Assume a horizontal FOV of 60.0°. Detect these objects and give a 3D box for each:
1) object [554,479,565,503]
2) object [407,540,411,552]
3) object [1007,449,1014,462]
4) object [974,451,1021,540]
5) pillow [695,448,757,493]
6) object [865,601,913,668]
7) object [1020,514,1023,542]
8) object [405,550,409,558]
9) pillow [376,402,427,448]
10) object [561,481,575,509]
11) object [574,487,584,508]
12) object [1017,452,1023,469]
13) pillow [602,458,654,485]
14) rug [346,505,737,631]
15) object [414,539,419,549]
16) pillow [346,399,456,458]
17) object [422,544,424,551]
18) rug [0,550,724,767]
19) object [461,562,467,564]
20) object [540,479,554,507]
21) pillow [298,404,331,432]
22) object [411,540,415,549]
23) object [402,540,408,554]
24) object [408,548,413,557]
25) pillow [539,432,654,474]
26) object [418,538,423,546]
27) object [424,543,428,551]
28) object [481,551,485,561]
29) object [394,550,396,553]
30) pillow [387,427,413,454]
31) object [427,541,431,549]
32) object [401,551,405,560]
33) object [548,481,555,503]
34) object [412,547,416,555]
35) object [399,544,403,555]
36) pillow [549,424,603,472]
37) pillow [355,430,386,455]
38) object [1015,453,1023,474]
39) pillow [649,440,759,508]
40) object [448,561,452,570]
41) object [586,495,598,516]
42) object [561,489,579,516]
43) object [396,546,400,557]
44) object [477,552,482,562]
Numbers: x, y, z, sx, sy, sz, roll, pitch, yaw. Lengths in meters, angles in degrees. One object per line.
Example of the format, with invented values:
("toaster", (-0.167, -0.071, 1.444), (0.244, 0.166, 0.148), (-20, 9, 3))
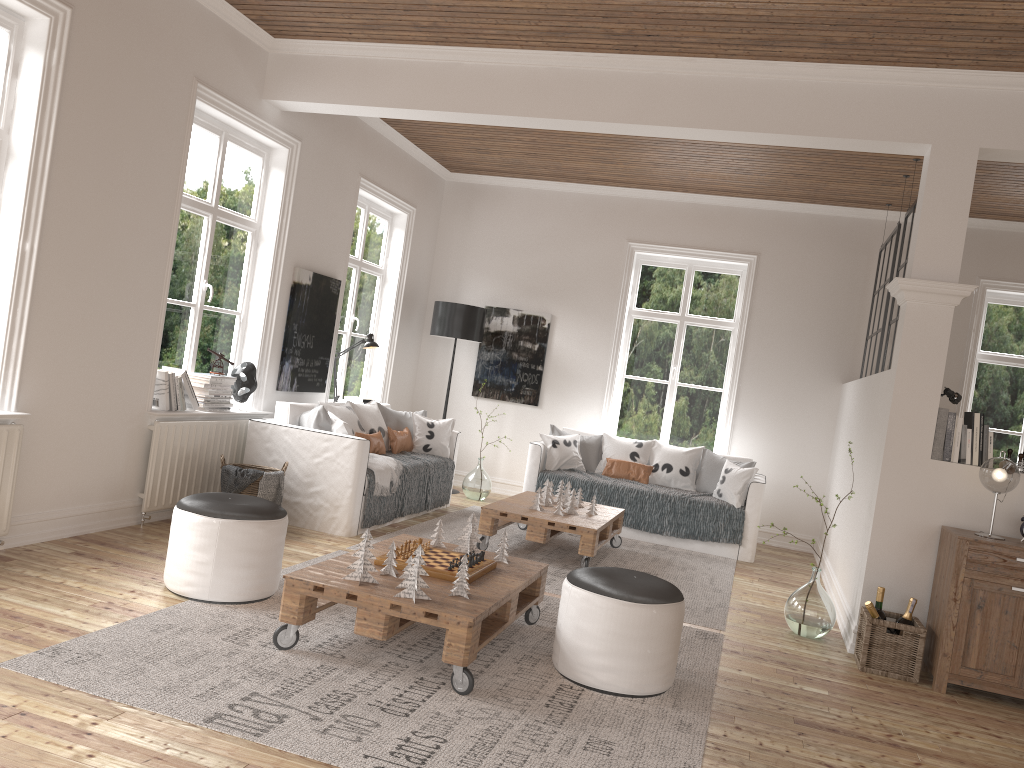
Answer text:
("object", (0.359, 0.789, 6.544), (0.090, 0.176, 0.090), (8, 1, -22))
("object", (-0.465, 0.729, 4.007), (0.025, 0.055, 0.025), (8, 1, -42))
("object", (2.598, 0.396, 4.637), (0.058, 0.117, 0.032), (8, 1, -10))
("object", (2.389, 0.859, 4.458), (0.180, 1.062, 0.395), (9, 1, 30))
("pillow", (1.792, 0.796, 7.464), (0.292, 0.437, 0.546), (8, 1, -41))
("object", (1.872, 1.259, 4.418), (0.284, 0.332, 0.095), (8, 1, -5))
("object", (2.566, 0.704, 4.363), (0.120, 0.165, 0.050), (9, 1, 16))
("object", (-0.457, 0.741, 3.872), (0.017, 0.037, 0.017), (9, 1, 35))
("pillow", (-0.950, 0.386, 7.370), (0.546, 0.437, 0.292), (8, 1, -41))
("object", (0.399, 0.789, 6.337), (0.107, 0.195, 0.113), (9, 1, 22))
("object", (0.490, 0.825, 6.468), (0.075, 0.147, 0.075), (8, 1, -42))
("object", (2.658, 0.405, 4.602), (0.058, 0.117, 0.032), (9, 1, 27))
("pillow", (0.985, 0.750, 7.578), (0.420, 0.179, 0.127), (9, 1, 18))
("rug", (0.402, 1.192, 6.246), (2.254, 0.003, 2.474), (9, 1, 16))
("object", (-0.441, 0.737, 4.091), (0.026, 0.044, 0.026), (8, 1, -29))
("pillow", (-0.927, 0.382, 7.170), (0.403, 0.450, 1.081), (9, 1, 40))
("object", (-0.408, 0.746, 4.039), (0.017, 0.037, 0.017), (9, 1, 35))
("rug", (-0.291, 1.122, 3.793), (2.254, 0.003, 2.474), (9, 1, 16))
("object", (-0.209, 0.776, 3.798), (0.026, 0.044, 0.026), (8, 1, -29))
("object", (0.240, 0.767, 6.291), (0.106, 0.193, 0.112), (9, 1, 44))
("pillow", (-1.338, 0.342, 6.117), (0.282, 0.431, 0.541), (8, 1, -10))
("object", (-0.450, 0.735, 4.054), (0.022, 0.047, 0.022), (8, 1, -42))
("object", (-0.475, 0.727, 3.964), (0.025, 0.058, 0.025), (8, 1, -29))
("object", (-0.447, 0.742, 3.912), (0.017, 0.037, 0.017), (9, 1, 35))
("pillow", (0.713, 0.628, 7.722), (1.020, 0.414, 0.417), (9, 1, -2))
("object", (-0.428, 0.741, 4.134), (0.019, 0.040, 0.019), (8, 1, -40))
("object", (-0.396, 0.748, 4.081), (0.017, 0.037, 0.017), (9, 1, 35))
("object", (-0.135, 0.785, 4.053), (0.019, 0.040, 0.019), (8, 1, -40))
("object", (-0.513, 0.732, 3.839), (0.019, 0.040, 0.019), (9, 1, 12))
("pillow", (-0.893, 0.460, 7.124), (0.117, 0.235, 0.414), (9, 1, 15))
("object", (-0.386, 0.749, 4.121), (0.017, 0.037, 0.017), (9, 1, 35))
("object", (-0.469, 0.740, 3.828), (0.017, 0.037, 0.017), (9, 1, 35))
("object", (0.277, 0.784, 6.461), (0.095, 0.164, 0.090), (9, 1, 23))
("object", (-0.435, 0.744, 3.953), (0.017, 0.037, 0.017), (9, 1, 35))
("object", (-0.488, 0.731, 3.923), (0.022, 0.047, 0.022), (8, 1, -42))
("pillow", (0.554, 0.602, 7.855), (0.541, 0.431, 0.282), (8, 1, -10))
("pillow", (-1.058, 0.466, 6.644), (0.116, 0.220, 0.414), (9, 1, 17))
("object", (2.614, 0.407, 4.565), (0.058, 0.102, 0.032), (9, 1, 11))
("pillow", (1.597, 0.757, 7.442), (1.081, 0.450, 0.403), (9, 1, 40))
("object", (-0.262, 0.772, 3.771), (0.017, 0.037, 0.017), (8, 1, -3))
("object", (0.569, 0.843, 6.204), (0.072, 0.142, 0.073), (9, 1, 23))
("object", (0.411, 0.803, 6.092), (0.097, 0.178, 0.103), (8, 1, -21))
("object", (-0.501, 0.731, 3.881), (0.026, 0.044, 0.026), (8, 1, -29))
("object", (-0.150, 0.782, 4.010), (0.026, 0.044, 0.026), (8, 1, -29))
